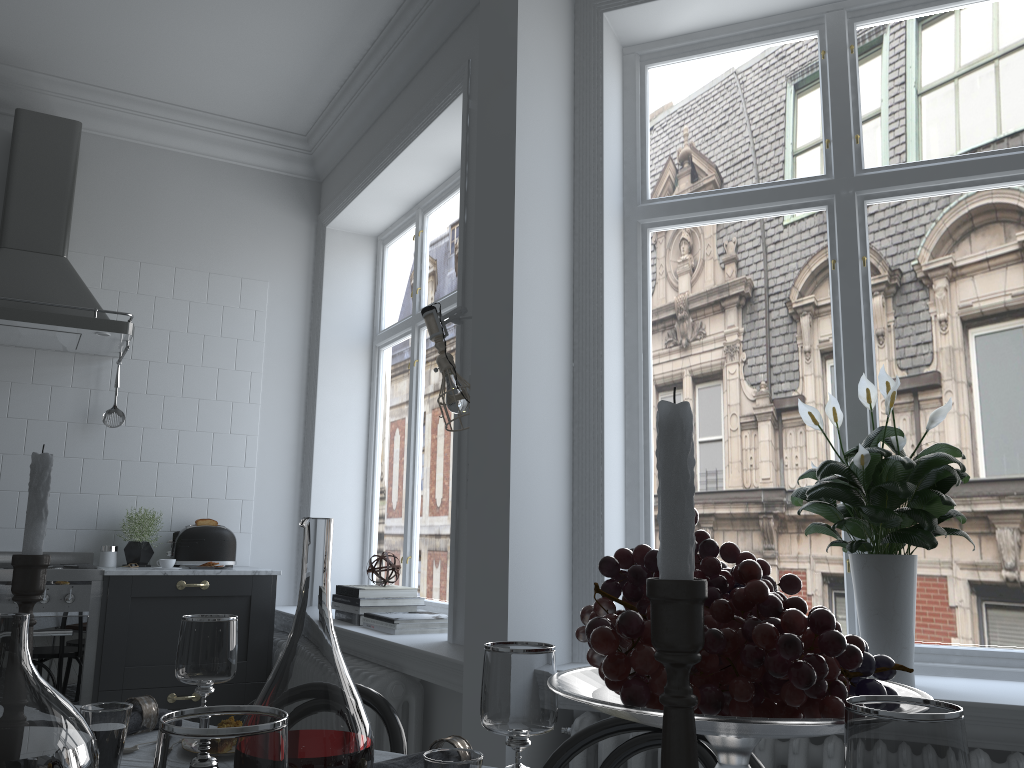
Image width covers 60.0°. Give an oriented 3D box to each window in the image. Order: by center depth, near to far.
[{"bbox_3d":[1.333,-0.222,2.517,2.079,2.080,0.061,-4,-11,23],"label":"window"},{"bbox_3d":[-0.337,0.041,4.123,0.061,2.080,1.716,7,-12,-28],"label":"window"}]

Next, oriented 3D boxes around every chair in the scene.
[{"bbox_3d":[0.079,0.922,1.100,0.463,0.909,0.564,-7,-13,39],"label":"chair"},{"bbox_3d":[-0.445,0.958,1.343,0.463,0.909,0.564,-4,-11,24],"label":"chair"}]

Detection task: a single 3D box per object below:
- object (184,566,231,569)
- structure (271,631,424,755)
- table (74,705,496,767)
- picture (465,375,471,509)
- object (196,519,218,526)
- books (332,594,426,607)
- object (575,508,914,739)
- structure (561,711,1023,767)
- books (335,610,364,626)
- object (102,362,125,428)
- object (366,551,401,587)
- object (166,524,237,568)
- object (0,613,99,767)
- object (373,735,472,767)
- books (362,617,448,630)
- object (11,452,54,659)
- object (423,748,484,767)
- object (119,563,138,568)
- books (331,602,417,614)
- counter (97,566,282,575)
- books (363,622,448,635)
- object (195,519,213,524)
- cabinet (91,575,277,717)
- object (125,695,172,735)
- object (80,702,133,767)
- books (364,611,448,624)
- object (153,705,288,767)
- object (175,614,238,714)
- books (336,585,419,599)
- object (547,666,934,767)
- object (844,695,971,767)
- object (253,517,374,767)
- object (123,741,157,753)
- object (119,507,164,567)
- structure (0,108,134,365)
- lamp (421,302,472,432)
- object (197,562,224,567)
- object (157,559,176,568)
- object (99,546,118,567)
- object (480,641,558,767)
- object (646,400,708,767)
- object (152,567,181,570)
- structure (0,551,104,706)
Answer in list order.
[{"bbox_3d":[-1.380,0.836,4.035,0.209,0.011,0.209,-1,-10,9],"label":"object"},{"bbox_3d":[-0.772,1.463,3.604,0.245,0.753,1.673,7,-12,-28],"label":"structure"},{"bbox_3d":[-0.422,0.895,0.836,2.179,0.842,1.210,-4,-12,27],"label":"table"},{"bbox_3d":[-0.077,0.173,2.899,0.003,0.457,0.311,7,-12,-28],"label":"picture"},{"bbox_3d":[-1.471,0.706,4.270,0.107,0.110,0.010,6,-11,-24],"label":"object"},{"bbox_3d":[-0.567,0.912,3.750,0.287,0.031,0.351,7,-12,-28],"label":"books"},{"bbox_3d":[0.225,0.229,0.887,0.318,0.215,0.347,-3,-11,23],"label":"object"},{"bbox_3d":[0.907,1.199,1.993,1.710,0.753,0.245,-4,-11,24],"label":"structure"},{"bbox_3d":[-0.570,0.979,3.736,0.259,0.044,0.351,6,-11,-26],"label":"books"},{"bbox_3d":[-1.892,0.048,4.238,0.101,0.331,0.030,4,-11,-18],"label":"object"},{"bbox_3d":[-0.549,0.794,3.808,0.147,0.148,0.147,9,-13,-37],"label":"object"},{"bbox_3d":[-1.497,0.781,4.290,0.326,0.207,0.219,5,-11,-24],"label":"object"},{"bbox_3d":[-0.521,0.359,0.898,0.194,0.245,0.194,-9,-14,43],"label":"object"},{"bbox_3d":[-0.144,0.509,1.172,0.165,0.061,0.247,-1,-10,10],"label":"object"},{"bbox_3d":[-0.396,0.918,3.421,0.254,0.019,0.337,7,-12,-30],"label":"books"},{"bbox_3d":[-0.624,0.303,1.136,0.089,0.432,0.089,2,-10,-6],"label":"object"},{"bbox_3d":[-0.065,0.454,0.969,0.066,0.094,0.066,4,-11,-17],"label":"object"},{"bbox_3d":[-1.757,0.828,4.046,0.091,0.018,0.062,7,-12,-31],"label":"object"},{"bbox_3d":[-0.583,0.943,3.748,0.259,0.031,0.328,7,-12,-30],"label":"books"},{"bbox_3d":[-2.887,0.695,3.311,3.902,0.020,0.624,7,-12,-28],"label":"counter"},{"bbox_3d":[-0.395,0.936,3.412,0.254,0.019,0.343,7,-12,-28],"label":"books"},{"bbox_3d":[-1.502,0.714,4.341,0.107,0.110,0.010,6,-11,-24],"label":"object"},{"bbox_3d":[-2.890,1.201,3.210,3.897,1.012,0.646,7,-12,-28],"label":"cabinet"},{"bbox_3d":[-0.689,0.550,1.451,0.165,0.061,0.247,-1,-10,10],"label":"object"},{"bbox_3d":[-0.561,0.491,1.218,0.066,0.094,0.066,10,-13,-39],"label":"object"},{"bbox_3d":[-0.386,0.902,3.426,0.274,0.016,0.341,6,-12,-27],"label":"books"},{"bbox_3d":[-0.182,0.315,0.539,0.083,0.215,0.083,6,-11,-24],"label":"object"},{"bbox_3d":[-0.439,0.442,1.265,0.083,0.215,0.083,6,-11,-24],"label":"object"},{"bbox_3d":[-0.576,0.880,3.764,0.259,0.038,0.325,6,-11,-26],"label":"books"},{"bbox_3d":[0.217,0.393,0.868,0.367,0.188,0.367,-1,-11,12],"label":"object"},{"bbox_3d":[0.282,0.338,0.624,0.083,0.215,0.083,6,-11,-24],"label":"object"},{"bbox_3d":[-0.232,0.332,1.021,0.152,0.352,0.152,-3,-11,21],"label":"object"},{"bbox_3d":[-0.578,0.564,1.391,0.031,0.012,0.131,-2,-11,13],"label":"object"},{"bbox_3d":[-1.744,0.714,4.160,0.210,0.283,0.220,4,-11,-16],"label":"object"},{"bbox_3d":[-2.146,-0.700,3.999,0.843,1.079,0.567,7,-12,-28],"label":"structure"},{"bbox_3d":[-0.148,0.231,2.604,0.312,0.977,0.131,-6,-13,35],"label":"lamp"},{"bbox_3d":[-1.374,0.825,4.038,0.119,0.031,0.074,0,-10,4],"label":"object"},{"bbox_3d":[-1.510,0.788,3.880,0.072,0.040,0.070,9,-13,-36],"label":"object"},{"bbox_3d":[-1.863,0.796,4.096,0.072,0.095,0.072,-2,-11,16],"label":"object"},{"bbox_3d":[0.007,0.395,0.963,0.083,0.215,0.083,8,-12,-33],"label":"object"},{"bbox_3d":[0.120,0.226,0.641,0.089,0.432,0.089,2,-10,-6],"label":"object"},{"bbox_3d":[-1.509,0.807,3.877,0.126,0.008,0.126,1,-10,-2],"label":"object"},{"bbox_3d":[-2.160,1.244,3.612,0.779,1.096,0.651,7,-12,-28],"label":"structure"}]
